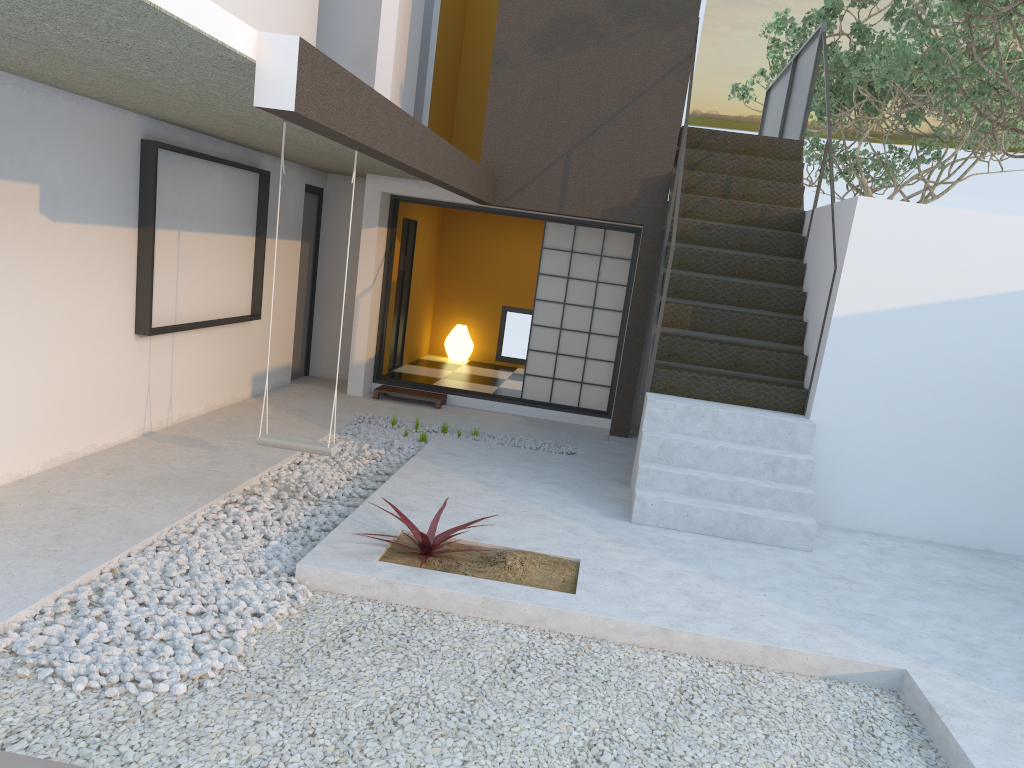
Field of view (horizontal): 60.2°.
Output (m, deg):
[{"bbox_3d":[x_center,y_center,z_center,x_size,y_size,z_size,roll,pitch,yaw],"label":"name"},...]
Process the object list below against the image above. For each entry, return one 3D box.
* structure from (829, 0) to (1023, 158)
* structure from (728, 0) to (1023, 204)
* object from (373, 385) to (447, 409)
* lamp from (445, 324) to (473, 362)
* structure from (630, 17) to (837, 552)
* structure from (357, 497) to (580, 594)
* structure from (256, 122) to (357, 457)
[{"bbox_3d":[5.001,-2.982,7.124,4.342,3.779,5.625,5,10,-14],"label":"structure"},{"bbox_3d":[6.382,-3.874,13.420,5.519,4.802,7.148,5,10,-14],"label":"structure"},{"bbox_3d":[-1.055,0.132,9.181,0.702,0.103,0.344,9,9,5],"label":"object"},{"bbox_3d":[-0.707,-0.537,11.804,0.387,0.511,0.386,7,12,-5],"label":"lamp"},{"bbox_3d":[1.992,-1.385,8.362,1.157,4.027,6.434,9,10,6],"label":"structure"},{"bbox_3d":[-0.216,0.857,4.649,1.201,0.298,0.733,9,9,5],"label":"structure"},{"bbox_3d":[-1.172,-0.518,5.087,0.461,1.907,0.126,9,13,5],"label":"structure"}]
